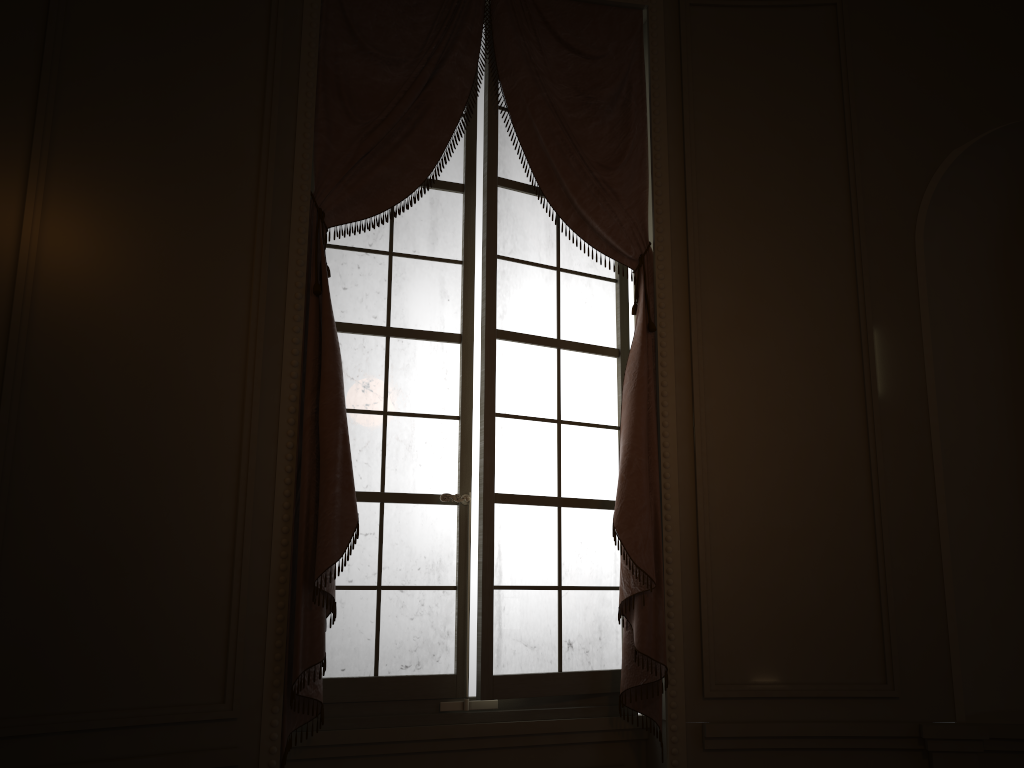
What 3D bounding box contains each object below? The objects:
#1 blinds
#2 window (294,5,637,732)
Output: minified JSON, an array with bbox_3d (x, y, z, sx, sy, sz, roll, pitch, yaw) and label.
[{"bbox_3d":[-0.058,-0.176,3.154,1.353,2.953,0.284,5,-12,-19],"label":"blinds"},{"bbox_3d":[-0.133,-0.190,3.375,1.329,2.814,0.152,4,-12,-19],"label":"window"}]
